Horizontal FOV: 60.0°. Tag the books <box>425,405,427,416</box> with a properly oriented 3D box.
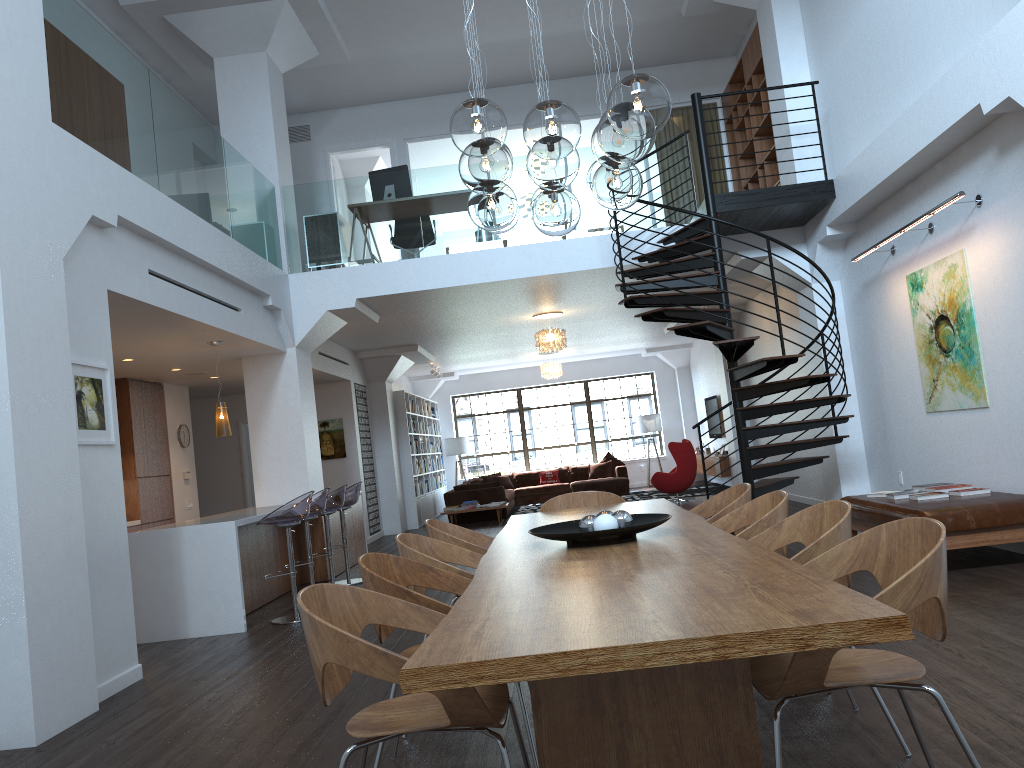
[{"bbox_3d":[-1.844,0.563,18.223,0.171,0.246,0.057,-7,-4,2],"label":"books"}]

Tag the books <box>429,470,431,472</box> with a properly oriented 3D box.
[{"bbox_3d":[-1.748,1.751,17.699,0.246,0.038,0.171,-7,-4,2],"label":"books"}]

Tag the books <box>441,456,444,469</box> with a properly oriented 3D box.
[{"bbox_3d":[-1.630,1.767,19.815,0.176,0.290,0.053,-7,-4,2],"label":"books"}]

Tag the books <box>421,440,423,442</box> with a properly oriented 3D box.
[{"bbox_3d":[-1.844,1.124,17.330,0.223,0.027,0.161,-6,-4,-8],"label":"books"}]

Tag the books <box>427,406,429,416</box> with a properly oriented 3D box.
[{"bbox_3d":[-1.833,0.588,18.478,0.168,0.231,0.037,-7,-4,2],"label":"books"}]

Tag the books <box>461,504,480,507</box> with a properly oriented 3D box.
[{"bbox_3d":[-0.709,2.088,15.172,0.312,0.037,0.216,-6,-4,-8],"label":"books"}]

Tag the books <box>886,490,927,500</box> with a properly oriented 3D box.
[{"bbox_3d":[3.006,0.844,6.758,0.247,0.040,0.185,-7,-4,5],"label":"books"}]

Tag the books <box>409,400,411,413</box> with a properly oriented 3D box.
[{"bbox_3d":[-1.933,0.421,16.138,0.174,0.242,0.105,-7,-4,2],"label":"books"}]

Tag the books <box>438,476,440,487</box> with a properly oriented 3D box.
[{"bbox_3d":[-1.632,2.093,18.815,0.183,0.253,0.037,-7,-4,2],"label":"books"}]

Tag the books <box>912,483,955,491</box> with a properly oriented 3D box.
[{"bbox_3d":[3.375,0.826,7.103,0.254,0.044,0.183,-6,-4,-3],"label":"books"}]

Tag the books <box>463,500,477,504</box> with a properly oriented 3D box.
[{"bbox_3d":[-0.716,2.021,15.178,0.224,0.027,0.157,-7,-4,7],"label":"books"}]

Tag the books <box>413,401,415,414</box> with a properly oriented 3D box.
[{"bbox_3d":[-1.912,0.445,16.580,0.182,0.255,0.077,-7,-4,2],"label":"books"}]

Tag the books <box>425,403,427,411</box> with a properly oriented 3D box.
[{"bbox_3d":[-1.845,0.547,18.308,0.176,0.290,0.053,-7,-4,2],"label":"books"}]

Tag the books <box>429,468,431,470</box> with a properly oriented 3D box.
[{"bbox_3d":[-1.754,1.715,17.705,0.251,0.037,0.160,-7,-4,7],"label":"books"}]

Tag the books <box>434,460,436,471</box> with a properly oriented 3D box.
[{"bbox_3d":[-1.683,1.713,18.532,0.161,0.222,0.084,-7,-4,2],"label":"books"}]

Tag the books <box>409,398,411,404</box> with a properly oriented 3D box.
[{"bbox_3d":[-1.937,0.404,16.228,0.176,0.293,0.125,-7,-4,2],"label":"books"}]

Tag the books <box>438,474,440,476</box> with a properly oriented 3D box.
[{"bbox_3d":[-1.607,2.091,19.131,0.140,0.298,0.044,-7,-4,2],"label":"books"}]

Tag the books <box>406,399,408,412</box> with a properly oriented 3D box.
[{"bbox_3d":[-1.951,0.394,15.844,0.170,0.251,0.118,-7,-4,2],"label":"books"}]

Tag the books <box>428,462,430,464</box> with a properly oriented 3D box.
[{"bbox_3d":[-1.762,1.594,17.716,0.253,0.040,0.183,-7,-4,2],"label":"books"}]

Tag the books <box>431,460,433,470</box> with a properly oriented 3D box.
[{"bbox_3d":[-1.707,1.669,18.066,0.174,0.243,0.085,-7,-4,2],"label":"books"}]

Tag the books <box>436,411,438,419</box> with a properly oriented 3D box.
[{"bbox_3d":[-1.747,0.701,19.858,0.139,0.191,0.036,-7,-4,2],"label":"books"}]

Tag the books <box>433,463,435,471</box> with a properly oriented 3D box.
[{"bbox_3d":[-1.706,1.664,18.321,0.176,0.293,0.125,-7,-4,2],"label":"books"}]

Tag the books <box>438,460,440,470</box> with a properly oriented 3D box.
[{"bbox_3d":[-1.657,1.756,19.174,0.161,0.223,0.032,-7,-4,2],"label":"books"}]

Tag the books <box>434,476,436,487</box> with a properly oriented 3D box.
[{"bbox_3d":[-1.664,2.031,18.189,0.176,0.290,0.053,-7,-4,2],"label":"books"}]

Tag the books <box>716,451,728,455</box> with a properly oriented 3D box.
[{"bbox_3d":[3.906,1.287,16.544,0.250,0.053,0.400,-7,-4,2],"label":"books"}]

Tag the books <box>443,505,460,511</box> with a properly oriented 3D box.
[{"bbox_3d":[-1.027,2.117,15.125,0.241,0.045,0.334,-7,-4,4],"label":"books"}]

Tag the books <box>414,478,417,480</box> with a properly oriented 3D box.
[{"bbox_3d":[-1.798,1.687,15.612,0.223,0.027,0.161,-8,-4,12],"label":"books"}]

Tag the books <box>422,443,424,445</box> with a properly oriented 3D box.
[{"bbox_3d":[-1.816,1.184,17.295,0.183,0.042,0.253,-7,-4,2],"label":"books"}]

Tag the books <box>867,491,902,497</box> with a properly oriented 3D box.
[{"bbox_3d":[2.972,0.877,7.078,0.161,0.031,0.223,-5,-5,-20],"label":"books"}]

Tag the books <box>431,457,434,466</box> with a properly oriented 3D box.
[{"bbox_3d":[-1.713,1.661,18.258,0.197,0.290,0.136,-7,-4,2],"label":"books"}]

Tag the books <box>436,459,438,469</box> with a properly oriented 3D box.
[{"bbox_3d":[-1.674,1.716,18.816,0.174,0.251,0.051,-7,-4,2],"label":"books"}]

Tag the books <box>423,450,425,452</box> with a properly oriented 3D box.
[{"bbox_3d":[-1.799,1.309,17.280,0.160,0.039,0.251,-7,-4,7],"label":"books"}]

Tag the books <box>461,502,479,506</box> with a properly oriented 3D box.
[{"bbox_3d":[-0.717,2.053,15.178,0.279,0.035,0.191,-8,-4,12],"label":"books"}]

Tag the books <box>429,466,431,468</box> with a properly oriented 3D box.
[{"bbox_3d":[-1.762,1.679,17.732,0.259,0.040,0.180,-7,-4,2],"label":"books"}]

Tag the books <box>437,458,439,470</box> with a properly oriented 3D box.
[{"bbox_3d":[-1.667,1.737,19.109,0.183,0.253,0.042,-7,-4,2],"label":"books"}]

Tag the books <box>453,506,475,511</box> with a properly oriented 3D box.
[{"bbox_3d":[-0.797,2.069,14.773,0.236,0.035,0.340,-9,-5,27],"label":"books"}]

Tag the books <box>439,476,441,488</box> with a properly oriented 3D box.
[{"bbox_3d":[-1.626,2.102,18.960,0.183,0.253,0.037,-7,-4,2],"label":"books"}]

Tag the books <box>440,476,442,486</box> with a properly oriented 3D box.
[{"bbox_3d":[-1.616,2.128,19.266,0.171,0.246,0.057,-7,-4,2],"label":"books"}]

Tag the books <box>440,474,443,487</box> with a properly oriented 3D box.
[{"bbox_3d":[-1.618,2.112,19.350,0.176,0.290,0.053,-7,-4,2],"label":"books"}]

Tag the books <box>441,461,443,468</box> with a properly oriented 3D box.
[{"bbox_3d":[-1.628,1.795,19.660,0.161,0.213,0.118,-7,-4,2],"label":"books"}]

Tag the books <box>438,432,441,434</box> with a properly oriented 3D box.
[{"bbox_3d":[-1.749,1.106,19.685,0.284,0.033,0.197,-8,-4,17],"label":"books"}]

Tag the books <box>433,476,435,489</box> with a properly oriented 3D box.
[{"bbox_3d":[-1.676,2.028,18.079,0.198,0.284,0.066,-7,-4,2],"label":"books"}]

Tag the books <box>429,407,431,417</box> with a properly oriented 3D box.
[{"bbox_3d":[-1.818,0.590,18.683,0.183,0.253,0.034,-7,-4,2],"label":"books"}]

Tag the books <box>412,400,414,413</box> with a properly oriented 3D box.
[{"bbox_3d":[-1.915,0.434,16.392,0.182,0.253,0.098,-7,-4,2],"label":"books"}]

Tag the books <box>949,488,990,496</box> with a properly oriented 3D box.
[{"bbox_3d":[3.330,0.786,6.455,0.224,0.036,0.161,-6,-4,-4],"label":"books"}]

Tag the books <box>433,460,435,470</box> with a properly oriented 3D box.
[{"bbox_3d":[-1.694,1.694,18.406,0.174,0.242,0.105,-7,-4,2],"label":"books"}]

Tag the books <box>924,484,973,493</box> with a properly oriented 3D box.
[{"bbox_3d":[3.342,0.804,6.786,0.283,0.043,0.197,-7,-4,2],"label":"books"}]

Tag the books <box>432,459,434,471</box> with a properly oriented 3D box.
[{"bbox_3d":[-1.699,1.671,18.153,0.182,0.253,0.098,-7,-4,2],"label":"books"}]

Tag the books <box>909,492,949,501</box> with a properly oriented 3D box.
[{"bbox_3d":[3.051,0.820,6.492,0.224,0.032,0.161,-7,-4,2],"label":"books"}]

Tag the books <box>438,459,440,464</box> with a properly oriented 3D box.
[{"bbox_3d":[-1.655,1.766,19.332,0.168,0.228,0.139,-7,-4,2],"label":"books"}]

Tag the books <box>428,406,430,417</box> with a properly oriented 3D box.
[{"bbox_3d":[-1.824,0.581,18.547,0.183,0.253,0.034,-7,-4,2],"label":"books"}]

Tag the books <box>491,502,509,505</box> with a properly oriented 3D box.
[{"bbox_3d":[-0.229,2.025,15.086,0.256,0.035,0.350,-9,-5,27],"label":"books"}]

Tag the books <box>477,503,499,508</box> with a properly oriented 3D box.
[{"bbox_3d":[-0.399,2.019,14.749,0.342,0.040,0.231,-11,-6,42],"label":"books"}]

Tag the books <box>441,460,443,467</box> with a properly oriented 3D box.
[{"bbox_3d":[-1.631,1.801,19.711,0.161,0.213,0.146,-7,-4,2],"label":"books"}]

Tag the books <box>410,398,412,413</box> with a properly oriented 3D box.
[{"bbox_3d":[-1.938,0.410,16.290,0.197,0.290,0.136,-7,-4,2],"label":"books"}]
